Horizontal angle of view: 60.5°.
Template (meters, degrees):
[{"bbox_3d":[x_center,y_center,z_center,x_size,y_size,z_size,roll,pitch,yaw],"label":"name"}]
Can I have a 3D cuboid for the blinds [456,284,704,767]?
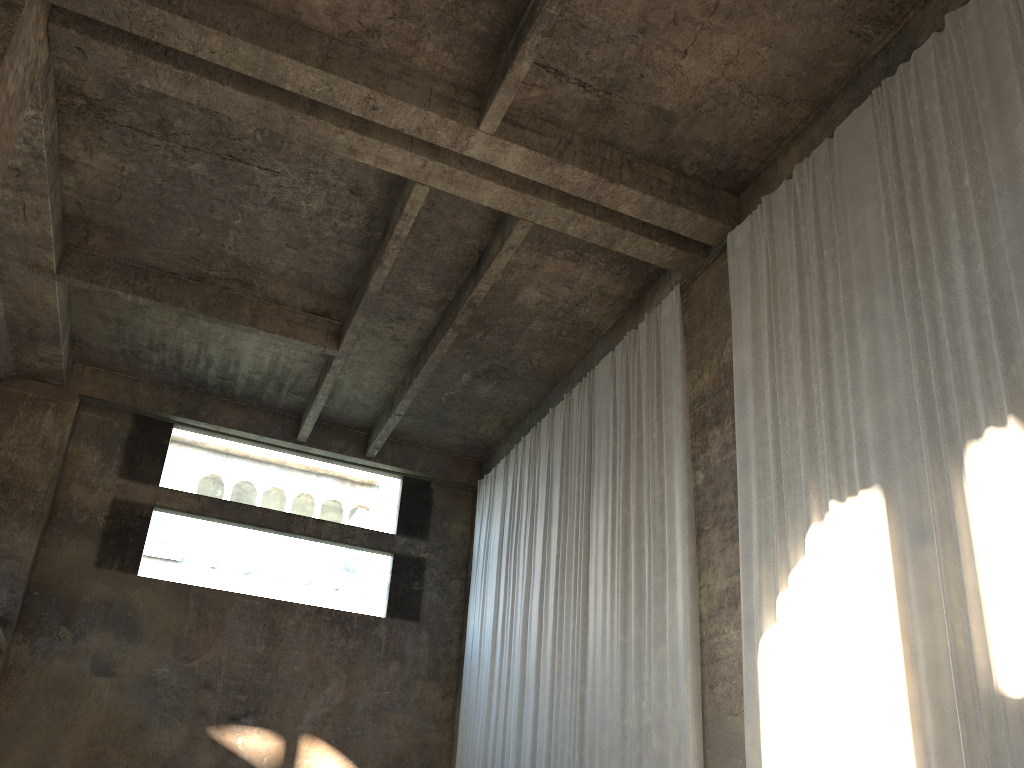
[{"bbox_3d":[0.554,4.043,13.689,0.278,8.203,8.159,13,-28,-19],"label":"blinds"}]

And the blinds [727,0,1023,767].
[{"bbox_3d":[3.981,0.109,6.279,0.277,8.203,8.170,12,-28,-18],"label":"blinds"}]
